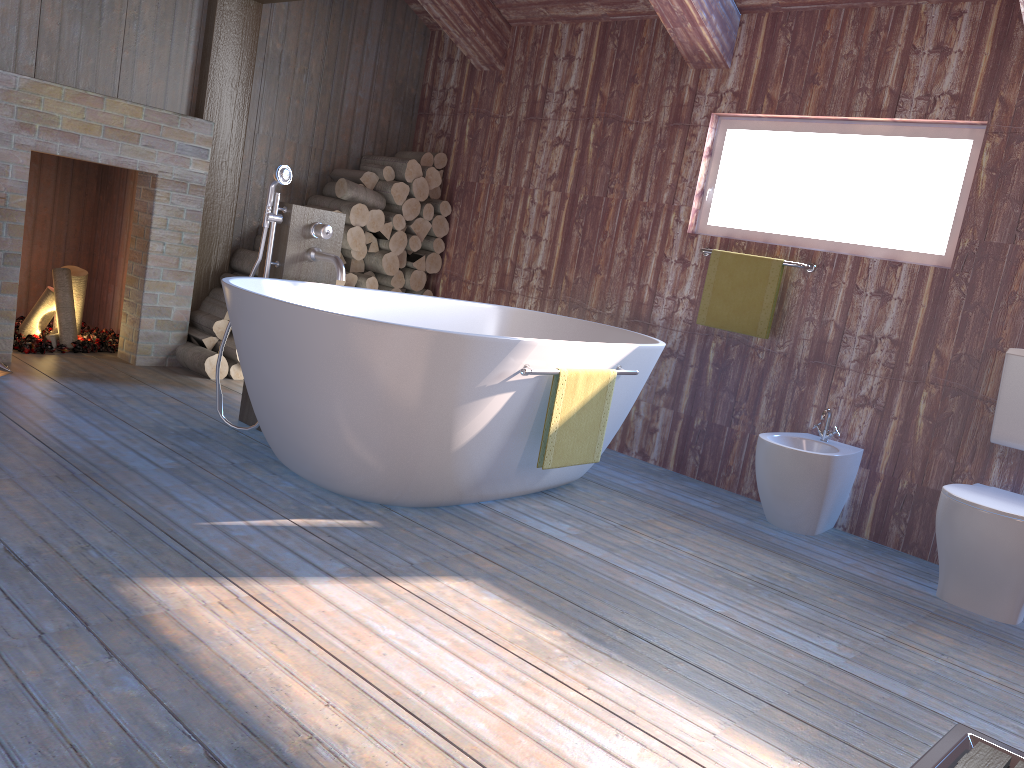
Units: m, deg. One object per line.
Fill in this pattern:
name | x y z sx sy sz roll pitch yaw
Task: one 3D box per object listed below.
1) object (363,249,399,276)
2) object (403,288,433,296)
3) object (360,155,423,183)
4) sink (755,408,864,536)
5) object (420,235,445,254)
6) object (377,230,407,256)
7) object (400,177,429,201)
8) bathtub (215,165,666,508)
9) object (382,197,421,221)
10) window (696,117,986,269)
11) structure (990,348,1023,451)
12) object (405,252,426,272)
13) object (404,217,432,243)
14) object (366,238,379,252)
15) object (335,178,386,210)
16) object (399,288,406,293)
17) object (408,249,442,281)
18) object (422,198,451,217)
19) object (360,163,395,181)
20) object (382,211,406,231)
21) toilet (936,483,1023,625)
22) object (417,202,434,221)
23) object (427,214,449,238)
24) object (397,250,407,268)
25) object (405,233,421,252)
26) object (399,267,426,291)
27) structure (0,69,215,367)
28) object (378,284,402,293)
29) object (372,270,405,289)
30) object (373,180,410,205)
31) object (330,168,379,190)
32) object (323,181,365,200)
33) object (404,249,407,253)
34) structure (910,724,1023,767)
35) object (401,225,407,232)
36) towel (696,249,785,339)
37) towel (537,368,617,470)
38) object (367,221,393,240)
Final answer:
object | -0.884 -0.768 5.427 0.437 0.143 0.141 17 11 39
object | -0.702 -0.578 5.726 0.455 0.137 0.139 17 11 39
object | -0.741 -1.315 5.422 0.456 0.139 0.135 18 12 42
sink | 1.211 0.356 3.690 0.335 0.517 0.515 18 11 42
object | -0.610 -0.916 5.676 0.438 0.109 0.102 18 11 41
object | -0.834 -0.889 5.441 0.439 0.157 0.136 18 11 42
object | -0.709 -1.222 5.462 0.437 0.143 0.141 17 11 39
bathtub | -0.174 -0.170 3.530 1.935 1.109 1.460 6 9 -26
object | -0.760 -1.089 5.453 0.440 0.151 0.143 18 11 41
window | 1.424 -0.887 3.990 1.255 0.587 0.054 18 11 42
structure | 1.967 0.078 3.216 0.358 0.363 0.182 18 11 42
object | -0.716 -0.800 5.602 0.423 0.112 0.115 18 11 41
object | -0.726 -0.993 5.566 0.482 0.151 0.172 18 12 42
object | -0.914 -0.859 5.369 0.280 0.096 0.085 18 11 42
object | -0.880 -1.095 5.162 0.121 0.157 0.302 18 11 42
object | -0.836 -0.596 5.693 0.319 0.106 0.118 17 11 39
object | -0.654 -0.757 5.699 0.439 0.256 0.137 18 11 41
object | -0.566 -1.142 5.645 0.438 0.109 0.102 18 11 41
object | -0.807 -1.270 5.321 0.227 0.097 0.094 18 11 42
object | -0.823 -1.013 5.403 0.438 0.109 0.102 18 11 41
toilet | 1.683 0.594 3.095 0.375 0.400 0.534 18 11 42
object | -0.662 -1.100 5.553 0.437 0.106 0.089 18 12 42
object | -0.598 -1.033 5.655 0.439 0.152 0.147 18 11 41
object | -0.790 -0.799 5.499 0.302 0.118 0.111 18 11 40
object | -0.742 -0.908 5.532 0.438 0.109 0.102 18 11 41
object | -0.742 -0.688 5.623 0.437 0.133 0.137 17 11 39
structure | -2.115 -0.746 4.354 0.226 1.330 1.130 18 11 41
object | -0.820 -0.567 5.525 0.289 0.117 0.116 17 11 39
object | -0.805 -0.673 5.511 0.301 0.113 0.114 17 11 39
object | -0.822 -1.181 5.378 0.458 0.148 0.139 18 11 41
object | -0.954 -1.227 5.338 0.319 0.121 0.140 18 12 43
object | -1.004 -1.145 5.310 0.291 0.130 0.113 18 11 42
object | -0.740 -0.824 5.547 0.177 0.069 0.065 18 11 40
structure | 1.103 0.962 1.461 1.000 0.067 1.000 18 11 41
object | -0.769 -0.962 5.454 0.278 0.090 0.095 18 12 42
towel | 1.050 -0.418 4.093 0.370 0.361 0.032 18 11 41
towel | 0.241 0.122 3.216 0.032 0.361 0.370 17 11 37
object | -0.896 -0.945 5.347 0.424 0.124 0.109 18 11 40
